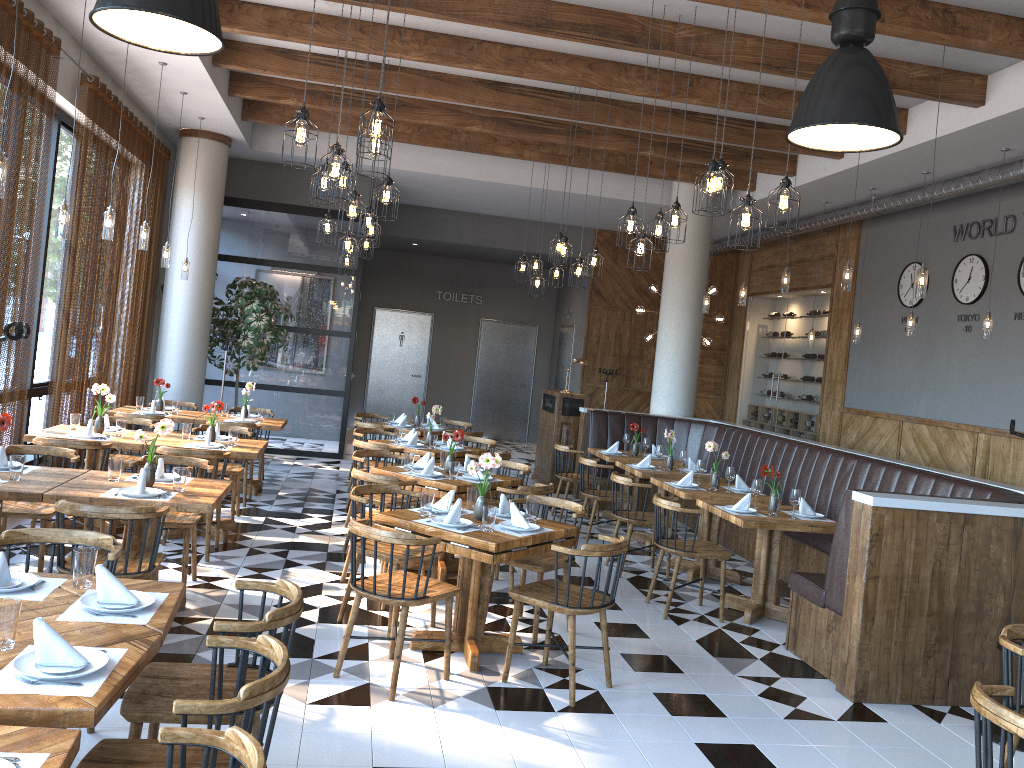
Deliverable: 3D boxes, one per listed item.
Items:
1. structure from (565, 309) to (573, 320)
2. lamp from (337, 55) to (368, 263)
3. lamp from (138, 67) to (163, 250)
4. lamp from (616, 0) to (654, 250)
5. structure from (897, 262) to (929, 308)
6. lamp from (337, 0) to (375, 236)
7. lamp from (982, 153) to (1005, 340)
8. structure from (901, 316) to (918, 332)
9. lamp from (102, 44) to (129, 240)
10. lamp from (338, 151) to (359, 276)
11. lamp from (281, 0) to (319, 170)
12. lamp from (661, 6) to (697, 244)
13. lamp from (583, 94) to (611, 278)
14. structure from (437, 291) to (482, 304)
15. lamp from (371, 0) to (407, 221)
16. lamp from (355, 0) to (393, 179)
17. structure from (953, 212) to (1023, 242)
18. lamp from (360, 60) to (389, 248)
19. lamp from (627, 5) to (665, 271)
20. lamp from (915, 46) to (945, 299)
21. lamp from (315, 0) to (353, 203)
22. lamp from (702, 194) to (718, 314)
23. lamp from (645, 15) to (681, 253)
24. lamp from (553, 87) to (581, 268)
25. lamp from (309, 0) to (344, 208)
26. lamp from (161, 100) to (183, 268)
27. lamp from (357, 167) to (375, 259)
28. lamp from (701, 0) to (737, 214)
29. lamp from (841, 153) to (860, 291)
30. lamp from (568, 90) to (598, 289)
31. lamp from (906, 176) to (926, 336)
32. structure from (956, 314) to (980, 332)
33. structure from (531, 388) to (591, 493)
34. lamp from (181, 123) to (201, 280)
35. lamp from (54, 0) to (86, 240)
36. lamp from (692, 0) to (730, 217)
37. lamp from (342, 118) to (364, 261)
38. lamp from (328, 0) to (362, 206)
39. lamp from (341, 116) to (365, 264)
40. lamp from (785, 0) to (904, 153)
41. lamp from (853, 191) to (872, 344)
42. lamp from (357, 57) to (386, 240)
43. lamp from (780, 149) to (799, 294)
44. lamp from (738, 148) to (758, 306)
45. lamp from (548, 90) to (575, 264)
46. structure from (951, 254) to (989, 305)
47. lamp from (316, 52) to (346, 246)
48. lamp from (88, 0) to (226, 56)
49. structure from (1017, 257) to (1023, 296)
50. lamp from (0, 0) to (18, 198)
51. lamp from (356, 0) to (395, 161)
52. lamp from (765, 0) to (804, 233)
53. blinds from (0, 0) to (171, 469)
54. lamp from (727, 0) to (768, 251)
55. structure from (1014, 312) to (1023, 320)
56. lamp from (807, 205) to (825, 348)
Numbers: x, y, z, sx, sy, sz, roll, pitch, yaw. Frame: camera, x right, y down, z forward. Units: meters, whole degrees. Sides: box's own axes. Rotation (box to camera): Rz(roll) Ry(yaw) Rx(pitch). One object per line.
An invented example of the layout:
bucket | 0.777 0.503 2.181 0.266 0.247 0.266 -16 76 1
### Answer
structure | 1.079 -1.318 16.719 0.025 0.197 0.566 6 2 -10
lamp | -1.491 -2.206 8.520 0.175 2.071 0.175 6 -1 -15
lamp | -3.288 -2.208 8.139 0.078 1.965 0.078 6 -1 -20
lamp | 0.953 -2.021 6.461 0.175 2.071 0.175 6 -1 17
structure | 4.887 -1.207 10.802 0.046 0.560 0.561 6 1 -10
lamp | -1.026 -2.082 6.203 0.175 2.071 0.175 6 -1 9
lamp | 4.464 -1.390 8.161 0.078 1.965 0.078 6 -1 -3
structure | 4.848 -0.721 10.810 0.021 0.197 0.306 6 1 -10
lamp | -3.093 -2.117 6.999 0.078 1.965 0.078 6 -1 -3
lamp | -1.834 -2.301 10.347 0.175 2.071 0.175 6 -1 3
lamp | -1.005 -2.158 4.596 0.175 2.071 0.174 5 -1 33
lamp | 1.304 -2.092 6.622 0.174 2.071 0.175 6 -1 -39
lamp | 0.916 -2.108 8.956 0.175 2.071 0.174 5 -1 30
structure | -1.048 -1.712 17.602 0.915 0.166 0.035 5 0 -10
lamp | -0.796 -2.192 6.247 0.175 2.071 0.175 6 -1 -24
lamp | -0.662 -2.176 4.867 0.174 2.071 0.175 6 -1 -35
structure | 5.293 -1.650 8.823 0.033 0.199 2.732 6 2 -10
lamp | -1.277 -2.362 8.609 0.175 2.071 0.175 6 -1 -27
lamp | 1.052 -1.886 6.650 0.174 2.071 0.175 6 -1 -39
lamp | 3.232 -1.637 6.809 0.078 1.965 0.078 5 -1 30
lamp | -0.860 -2.017 4.749 0.175 2.071 0.175 6 -1 -24
lamp | 2.502 -1.855 11.015 0.078 1.965 0.078 6 -1 22
lamp | 1.214 -2.050 6.811 0.175 2.071 0.174 5 -1 40
lamp | 0.595 -2.174 8.671 0.174 2.071 0.175 6 -1 -38
lamp | -1.222 -2.277 6.207 0.175 2.071 0.175 6 -1 -2
lamp | -3.466 -2.173 9.112 0.078 1.965 0.078 6 -1 -24
lamp | -1.636 -2.518 10.499 0.175 2.071 0.175 6 -1 3
lamp | 1.299 -2.045 5.201 0.175 2.071 0.175 6 -1 8
lamp | 3.060 -1.804 7.867 0.078 1.965 0.078 6 -1 9
lamp | 0.752 -1.987 8.793 0.175 2.071 0.175 6 -1 -27
lamp | 4.269 -1.481 9.301 0.078 1.965 0.078 6 -1 25
structure | 5.027 -0.669 9.780 0.021 0.200 0.369 6 1 -10
structure | 0.744 0.761 12.165 0.645 1.300 1.046 6 0 -10
lamp | -3.652 -2.168 10.147 0.078 1.965 0.078 6 -1 22
lamp | -2.921 -1.950 5.941 0.078 1.965 0.078 5 -1 30
lamp | 1.212 -1.991 5.009 0.175 2.071 0.175 6 -1 -3
lamp | -1.839 -2.483 10.562 0.175 2.071 0.175 6 -1 -8
lamp | -1.132 -2.331 6.398 0.175 2.071 0.175 6 -1 9
lamp | -1.755 -2.417 10.136 0.175 2.071 0.175 6 -1 -31
lamp | 1.251 -1.783 3.110 0.390 1.865 0.391 6 0 -22
lamp | 4.091 -1.446 10.274 0.078 1.965 0.078 6 -1 -24
lamp | -1.271 -2.411 8.401 0.175 2.071 0.175 6 -1 -15
lamp | 2.865 -1.895 9.007 0.078 1.965 0.078 6 -1 25
lamp | 2.687 -1.860 9.980 0.078 1.965 0.078 6 -1 -24
lamp | 0.559 -2.242 8.876 0.175 2.071 0.175 6 -1 -27
structure | 5.062 -1.156 9.795 0.046 0.560 0.561 6 1 -10
lamp | -1.657 -2.350 8.392 0.175 2.071 0.174 5 -1 41
lamp | -0.987 -1.997 2.718 0.389 1.865 0.391 6 -1 -32
structure | 5.237 -1.104 8.788 0.046 0.560 0.561 6 1 -10
lamp | -2.721 -2.000 4.850 0.078 1.965 0.078 6 -1 -34
lamp | -0.624 -2.222 4.661 0.175 2.071 0.175 6 -1 -24
lamp | 1.637 -1.906 5.056 0.175 2.071 0.175 6 -1 -25
blinds | -3.801 -0.910 7.297 0.160 3.581 7.273 6 1 -10
lamp | 1.409 -1.796 5.009 0.175 2.071 0.175 6 -1 8
structure | 5.205 -0.679 8.793 0.021 0.080 0.583 6 2 -10
lamp | 3.905 -1.440 11.309 0.078 1.965 0.078 6 -1 22
